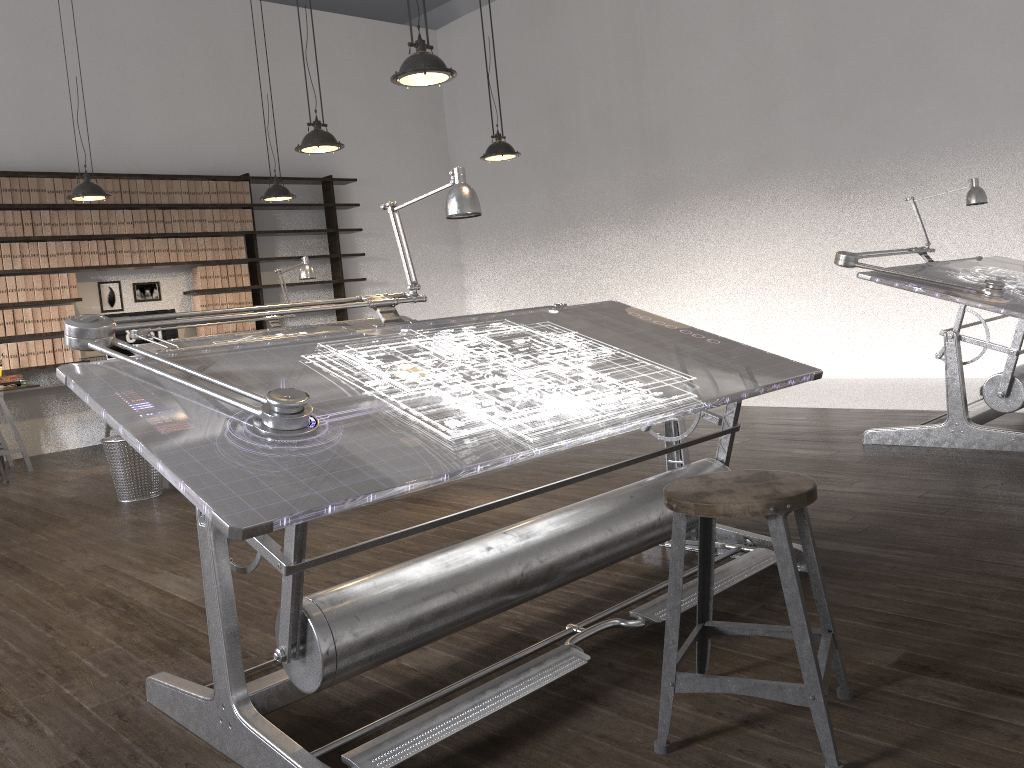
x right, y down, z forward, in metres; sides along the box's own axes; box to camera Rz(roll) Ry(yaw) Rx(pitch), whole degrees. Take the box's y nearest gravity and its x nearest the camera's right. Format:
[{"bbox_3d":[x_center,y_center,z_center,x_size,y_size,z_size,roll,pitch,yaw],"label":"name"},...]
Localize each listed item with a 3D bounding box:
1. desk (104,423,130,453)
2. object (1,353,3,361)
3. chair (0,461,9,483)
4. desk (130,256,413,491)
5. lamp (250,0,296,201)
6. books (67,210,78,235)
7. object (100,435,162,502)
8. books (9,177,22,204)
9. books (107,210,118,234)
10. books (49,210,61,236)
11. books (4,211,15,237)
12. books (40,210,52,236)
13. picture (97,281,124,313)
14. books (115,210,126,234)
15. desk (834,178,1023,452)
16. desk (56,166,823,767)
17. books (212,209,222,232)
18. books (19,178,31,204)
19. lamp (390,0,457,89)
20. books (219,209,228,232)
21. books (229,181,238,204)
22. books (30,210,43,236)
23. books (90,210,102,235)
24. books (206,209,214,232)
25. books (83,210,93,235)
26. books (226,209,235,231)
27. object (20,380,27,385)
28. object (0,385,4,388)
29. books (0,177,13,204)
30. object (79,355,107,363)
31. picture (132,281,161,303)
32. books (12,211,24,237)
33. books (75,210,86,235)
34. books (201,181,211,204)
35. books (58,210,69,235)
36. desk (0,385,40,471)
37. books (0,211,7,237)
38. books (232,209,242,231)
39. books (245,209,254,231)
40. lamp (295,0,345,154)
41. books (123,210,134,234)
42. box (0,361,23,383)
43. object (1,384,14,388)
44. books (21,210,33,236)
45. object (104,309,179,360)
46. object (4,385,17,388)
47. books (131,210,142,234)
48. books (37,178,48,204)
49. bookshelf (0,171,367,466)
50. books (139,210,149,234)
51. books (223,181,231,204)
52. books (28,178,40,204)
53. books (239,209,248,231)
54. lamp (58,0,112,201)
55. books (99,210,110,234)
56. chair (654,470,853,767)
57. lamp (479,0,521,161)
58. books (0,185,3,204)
[{"bbox_3d":[-2.936,0.153,8.074,1.675,0.668,0.655,-11,6,-43],"label":"desk"},{"bbox_3d":[-4.129,-0.154,7.141,0.071,0.186,0.008,-6,3,-1],"label":"object"},{"bbox_3d":[-3.905,0.497,6.316,0.358,0.526,0.373,-5,4,20],"label":"chair"},{"bbox_3d":[-1.321,-0.156,5.806,2.077,1.383,1.075,-10,6,-43],"label":"desk"},{"bbox_3d":[-2.135,-2.715,7.599,0.311,2.247,0.313,-7,3,-18],"label":"lamp"},{"bbox_3d":[-3.888,-1.402,7.780,0.067,0.225,0.174,-8,4,-43],"label":"books"},{"bbox_3d":[-2.247,0.494,5.300,0.354,0.377,0.353,-7,4,-21],"label":"object"},{"bbox_3d":[-4.219,-1.619,7.490,0.067,0.225,0.174,-8,4,-43],"label":"books"},{"bbox_3d":[-3.645,-1.450,8.018,0.067,0.225,0.174,-8,4,-43],"label":"books"},{"bbox_3d":[-3.992,-1.383,7.690,0.067,0.225,0.174,-8,4,-43],"label":"books"},{"bbox_3d":[-4.249,-1.333,7.445,0.067,0.225,0.174,-8,4,-43],"label":"books"},{"bbox_3d":[-4.041,-1.373,7.638,0.067,0.225,0.174,-8,4,-43],"label":"books"},{"bbox_3d":[-3.699,-0.804,8.160,0.202,0.284,0.022,-9,4,-44],"label":"picture"},{"bbox_3d":[-3.592,-1.460,8.063,0.067,0.225,0.174,-8,4,-43],"label":"books"},{"bbox_3d":[2.743,-0.488,4.969,2.077,1.383,1.075,-10,6,-43],"label":"desk"},{"bbox_3d":[-0.095,0.034,2.585,2.077,1.383,1.075,-10,6,-43],"label":"desk"},{"bbox_3d":[-2.928,-1.589,8.686,0.067,0.225,0.174,-8,4,-43],"label":"books"},{"bbox_3d":[-4.168,-1.629,7.538,0.067,0.225,0.174,-8,4,-43],"label":"books"},{"bbox_3d":[-0.523,-2.529,4.076,0.311,2.260,0.313,-7,3,-18],"label":"lamp"},{"bbox_3d":[-2.880,-1.598,8.737,0.067,0.225,0.174,-8,4,-43],"label":"books"},{"bbox_3d":[-2.809,-1.892,8.818,0.067,0.225,0.174,-8,4,-43],"label":"books"},{"bbox_3d":[-4.095,-1.363,7.593,0.067,0.225,0.174,-8,4,-43],"label":"books"},{"bbox_3d":[-3.742,-1.431,7.918,0.067,0.225,0.174,-8,4,-43],"label":"books"},{"bbox_3d":[-2.982,-1.578,8.638,0.067,0.225,0.174,-8,4,-43],"label":"books"},{"bbox_3d":[-3.796,-1.421,7.870,0.067,0.225,0.174,-8,4,-43],"label":"books"},{"bbox_3d":[-2.831,-1.608,8.786,0.067,0.225,0.174,-8,4,-43],"label":"books"},{"bbox_3d":[-3.953,-0.011,7.159,0.049,0.037,0.049,-9,6,-39],"label":"object"},{"bbox_3d":[-4.072,0.020,6.931,0.132,0.050,0.198,-4,6,18],"label":"object"},{"bbox_3d":[-4.268,-1.609,7.438,0.067,0.225,0.174,-8,4,-43],"label":"books"},{"bbox_3d":[-3.599,-0.162,7.729,0.203,0.160,0.285,-2,6,39],"label":"object"},{"bbox_3d":[-3.458,-0.872,8.386,0.252,0.183,0.023,-10,5,-43],"label":"picture"},{"bbox_3d":[-4.203,-1.342,7.492,0.067,0.225,0.174,-8,4,-43],"label":"books"},{"bbox_3d":[-3.843,-1.412,7.829,0.067,0.225,0.174,-8,4,-43],"label":"books"},{"bbox_3d":[-3.012,-1.853,8.623,0.067,0.225,0.174,-8,4,-43],"label":"books"},{"bbox_3d":[-3.941,-1.393,7.738,0.067,0.225,0.174,-8,4,-43],"label":"books"},{"bbox_3d":[-4.486,0.453,6.614,1.675,0.668,0.655,-11,6,-43],"label":"desk"},{"bbox_3d":[-4.292,-1.324,7.399,0.067,0.225,0.174,-8,4,-43],"label":"books"},{"bbox_3d":[-2.775,-1.618,8.828,0.067,0.225,0.174,-8,4,-43],"label":"books"},{"bbox_3d":[-2.684,-1.636,8.919,0.067,0.225,0.174,-8,4,-43],"label":"books"},{"bbox_3d":[-1.325,-2.596,5.536,0.311,2.247,0.313,-7,3,-18],"label":"lamp"},{"bbox_3d":[-3.537,-1.470,8.110,0.067,0.225,0.174,-8,4,-43],"label":"books"},{"bbox_3d":[-4.093,-0.084,7.156,0.212,0.207,0.137,-10,5,-43],"label":"box"},{"bbox_3d":[-3.985,0.016,7.000,0.011,0.017,0.172,-5,6,16],"label":"object"},{"bbox_3d":[-4.146,-1.353,7.538,0.067,0.225,0.174,-8,4,-43],"label":"books"},{"bbox_3d":[-3.316,-0.387,7.921,0.646,0.516,0.204,-10,5,-43],"label":"object"},{"bbox_3d":[-3.979,0.022,7.012,0.005,0.005,0.158,-5,6,13],"label":"object"},{"bbox_3d":[-3.485,-1.480,8.159,0.067,0.225,0.174,-8,4,-43],"label":"books"},{"bbox_3d":[-4.070,-1.648,7.629,0.067,0.225,0.174,-8,4,-43],"label":"books"},{"bbox_3d":[-4.992,-0.069,6.805,9.215,3.199,0.373,-11,5,-43],"label":"bookshelf"},{"bbox_3d":[-3.442,-1.489,8.205,0.067,0.225,0.174,-8,4,-43],"label":"books"},{"bbox_3d":[-2.862,-1.882,8.766,0.067,0.225,0.174,-8,4,-43],"label":"books"},{"bbox_3d":[-4.115,-1.639,7.580,0.067,0.225,0.174,-8,4,-43],"label":"books"},{"bbox_3d":[-2.730,-1.627,8.877,0.067,0.225,0.174,-8,4,-43],"label":"books"},{"bbox_3d":[-3.260,-2.497,6.539,0.311,2.247,0.313,-7,3,-18],"label":"lamp"},{"bbox_3d":[-3.694,-1.441,7.969,0.067,0.225,0.174,-8,4,-43],"label":"books"},{"bbox_3d":[0.508,0.478,1.900,0.371,0.526,0.360,-4,4,25],"label":"chair"},{"bbox_3d":[-0.200,-2.814,6.596,0.312,2.247,0.312,-4,3,27],"label":"lamp"},{"bbox_3d":[-4.322,-1.599,7.393,0.067,0.225,0.174,-8,4,-43],"label":"books"}]
